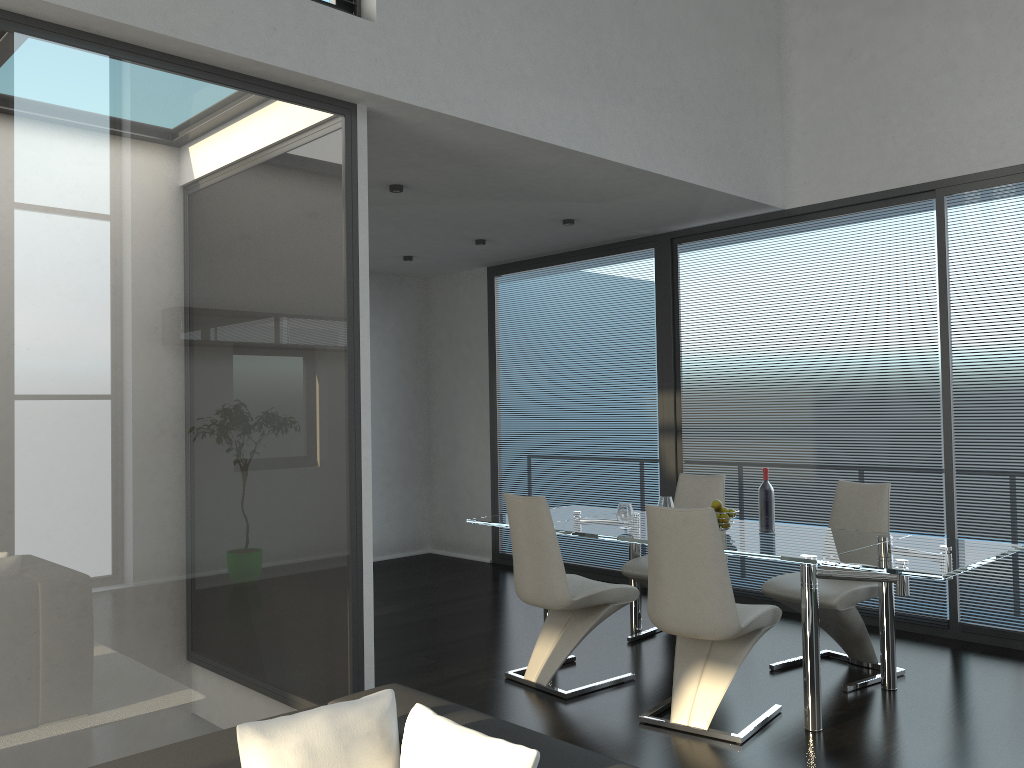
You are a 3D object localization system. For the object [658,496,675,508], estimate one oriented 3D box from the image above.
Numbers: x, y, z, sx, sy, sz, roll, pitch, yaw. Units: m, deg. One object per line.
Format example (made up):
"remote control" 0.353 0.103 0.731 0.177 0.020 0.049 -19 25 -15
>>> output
"object" 0.883 0.712 5.085 0.098 0.132 0.098 0 -2 -24

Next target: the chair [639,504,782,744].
"chair" 0.878 0.999 3.961 0.471 0.959 0.612 -2 -2 36

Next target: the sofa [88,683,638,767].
"sofa" -0.970 1.086 1.118 2.781 0.652 0.943 1 -2 -44

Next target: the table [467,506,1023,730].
"table" 1.015 1.128 4.609 0.940 0.731 2.720 1 -2 -44

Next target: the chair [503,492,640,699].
"chair" 0.285 1.028 4.561 0.612 0.959 0.471 0 -2 -39

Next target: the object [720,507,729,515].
"object" 1.085 0.652 4.532 0.040 0.043 0.044 0 -2 -29

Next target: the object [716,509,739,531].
"object" 1.063 0.702 4.556 0.206 0.105 0.206 -1 -2 1

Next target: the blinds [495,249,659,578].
"blinds" 0.486 0.267 7.383 0.018 2.537 1.787 1 -2 -44

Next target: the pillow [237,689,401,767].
"pillow" -0.380 0.875 1.880 0.376 0.361 0.169 0 -2 -42

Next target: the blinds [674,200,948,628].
"blinds" 1.887 0.198 5.920 0.018 2.537 1.874 1 -2 -44

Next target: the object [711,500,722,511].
"object" 1.053 0.623 4.558 0.055 0.056 0.055 1 -2 -44

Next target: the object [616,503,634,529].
"object" 0.608 0.708 4.757 0.098 0.132 0.098 0 -2 -24

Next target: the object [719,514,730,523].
"object" 1.079 0.685 4.508 0.054 0.055 0.053 -1 -2 11

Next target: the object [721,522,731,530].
"object" 1.096 0.724 4.546 0.048 0.048 0.048 0 -2 -33

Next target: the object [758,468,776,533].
"object" 1.295 0.590 4.514 0.082 0.326 0.082 0 -2 -23

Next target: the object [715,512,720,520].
"object" 1.031 0.671 4.512 0.054 0.048 0.055 -2 -2 40

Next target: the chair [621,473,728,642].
"chair" 1.006 1.036 5.279 0.471 0.959 0.612 -3 -2 41

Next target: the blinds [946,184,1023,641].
"blinds" 3.233 0.132 4.515 0.018 2.537 1.874 1 -2 -44

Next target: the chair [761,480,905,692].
"chair" 1.665 1.003 4.587 0.612 0.959 0.471 0 -2 -34

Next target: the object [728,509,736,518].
"object" 1.126 0.664 4.547 0.047 0.048 0.047 -1 -2 9

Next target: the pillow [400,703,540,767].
"pillow" -0.123 0.867 1.755 0.186 0.358 0.376 1 -2 -43

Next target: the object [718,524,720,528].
"object" 1.044 0.730 4.533 0.038 0.038 0.038 0 -2 -40

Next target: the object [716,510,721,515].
"object" 1.071 0.660 4.582 0.040 0.038 0.040 -2 -2 17

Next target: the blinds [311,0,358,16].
"blinds" -1.070 -2.245 3.420 1.076 1.372 0.048 1 -2 -44

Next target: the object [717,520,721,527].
"object" 1.054 0.720 4.583 0.061 0.056 0.059 -1 -2 1
